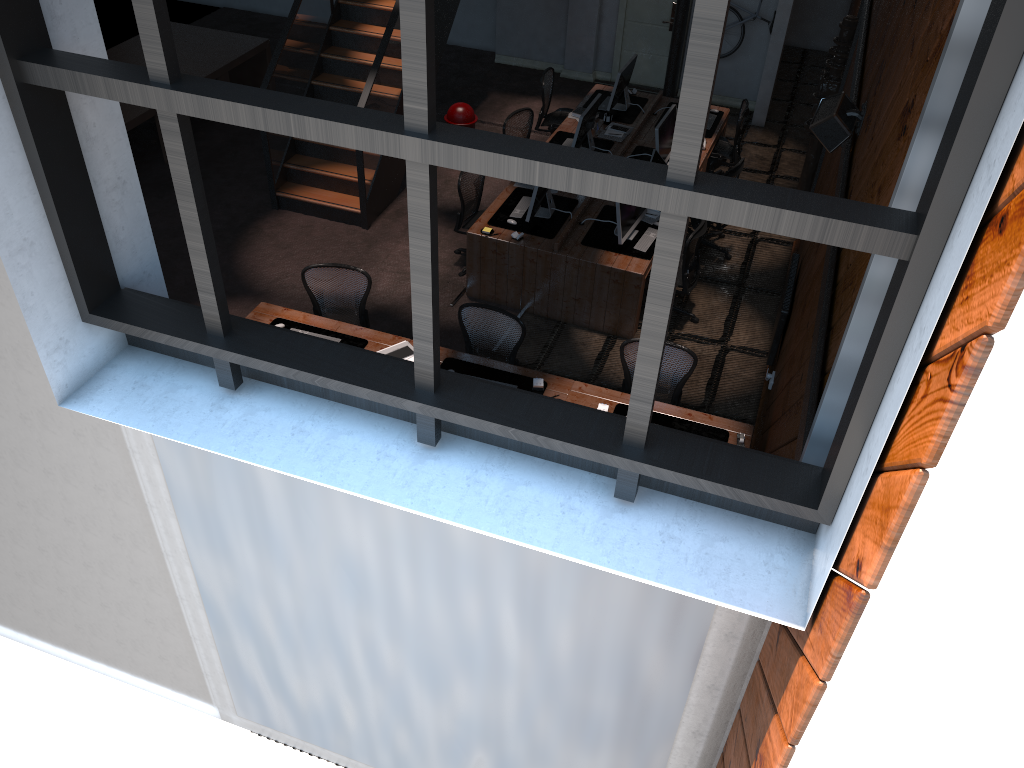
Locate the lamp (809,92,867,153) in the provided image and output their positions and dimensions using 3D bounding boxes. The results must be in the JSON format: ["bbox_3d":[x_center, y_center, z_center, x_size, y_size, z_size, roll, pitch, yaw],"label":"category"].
[{"bbox_3d":[1.897,-1.542,5.189,0.283,0.287,0.328,14,41,13],"label":"lamp"}]

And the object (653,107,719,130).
[{"bbox_3d":[2.200,-3.386,10.484,0.799,0.576,0.648,-15,43,-20],"label":"object"}]

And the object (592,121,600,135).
[{"bbox_3d":[0.944,-3.002,10.312,0.129,0.083,0.347,-20,45,-25],"label":"object"}]

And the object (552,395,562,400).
[{"bbox_3d":[0.328,0.138,6.587,0.158,0.026,0.154,-18,44,-23],"label":"object"}]

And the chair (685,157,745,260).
[{"bbox_3d":[2.065,-1.909,9.469,0.792,1.085,0.770,14,41,13],"label":"chair"}]

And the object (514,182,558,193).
[{"bbox_3d":[0.285,-2.133,9.228,0.478,0.098,0.319,13,41,12],"label":"object"}]

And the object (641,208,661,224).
[{"bbox_3d":[1.407,-1.734,8.873,0.304,0.017,0.467,32,48,30],"label":"object"}]

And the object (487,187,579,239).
[{"bbox_3d":[0.219,-1.704,8.786,0.687,0.008,0.848,15,42,14],"label":"object"}]

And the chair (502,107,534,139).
[{"bbox_3d":[0.233,-2.522,10.086,0.792,1.085,0.770,14,41,13],"label":"chair"}]

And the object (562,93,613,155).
[{"bbox_3d":[0.712,-2.779,9.672,0.735,0.576,0.654,-13,43,-18],"label":"object"}]

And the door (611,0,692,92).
[{"bbox_3d":[2.026,-5.333,12.617,1.013,2.268,0.064,14,41,13],"label":"door"}]

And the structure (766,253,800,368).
[{"bbox_3d":[2.460,-0.661,8.063,0.073,0.628,1.064,14,41,13],"label":"structure"}]

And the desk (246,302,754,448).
[{"bbox_3d":[-0.463,0.572,6.556,4.117,0.840,1.748,14,41,13],"label":"desk"}]

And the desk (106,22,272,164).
[{"bbox_3d":[-4.730,-3.574,11.294,1.650,0.750,3.630,14,41,13],"label":"desk"}]

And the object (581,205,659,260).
[{"bbox_3d":[1.108,-1.475,8.568,0.687,0.008,0.848,15,42,14],"label":"object"}]

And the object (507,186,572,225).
[{"bbox_3d":[0.337,-1.884,8.582,0.610,0.573,0.714,14,41,13],"label":"object"}]

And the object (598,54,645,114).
[{"bbox_3d":[1.301,-3.610,10.699,0.586,0.581,0.692,-13,43,-18],"label":"object"}]

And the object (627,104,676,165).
[{"bbox_3d":[1.686,-2.577,9.492,0.772,0.578,0.642,-14,43,-20],"label":"object"}]

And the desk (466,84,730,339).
[{"bbox_3d":[1.118,-2.176,9.919,1.748,0.840,4.117,16,42,15],"label":"desk"}]

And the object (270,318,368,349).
[{"bbox_3d":[-1.646,-0.243,6.935,0.848,0.008,0.687,14,41,13],"label":"object"}]

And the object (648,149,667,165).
[{"bbox_3d":[1.533,-2.155,9.105,0.304,0.380,0.417,-3,40,-7],"label":"object"}]

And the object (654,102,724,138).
[{"bbox_3d":[2.136,-3.176,10.652,0.687,0.008,0.848,15,42,14],"label":"object"}]

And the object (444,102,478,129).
[{"bbox_3d":[-0.636,-3.149,11.055,0.414,0.707,0.414,-15,43,-20],"label":"object"}]

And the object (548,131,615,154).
[{"bbox_3d":[0.707,-2.595,9.875,0.687,0.008,0.848,15,42,14],"label":"object"}]

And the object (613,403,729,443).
[{"bbox_3d":[1.072,0.445,6.283,0.848,0.008,0.687,14,41,13],"label":"object"}]

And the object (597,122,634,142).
[{"bbox_3d":[1.208,-2.926,10.278,0.304,0.017,0.467,20,43,19],"label":"object"}]

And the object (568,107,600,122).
[{"bbox_3d":[0.844,-3.224,10.584,0.363,0.065,0.325,34,49,31],"label":"object"}]

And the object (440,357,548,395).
[{"bbox_3d":[-0.229,0.090,6.626,0.848,0.008,0.687,14,41,13],"label":"object"}]

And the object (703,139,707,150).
[{"bbox_3d":[2.059,-2.756,10.109,0.316,0.060,0.229,10,41,8],"label":"object"}]

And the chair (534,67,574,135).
[{"bbox_3d":[0.623,-3.352,11.096,0.792,1.085,0.770,1,40,-3],"label":"chair"}]

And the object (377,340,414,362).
[{"bbox_3d":[-0.828,-0.181,6.899,0.304,0.017,0.467,-25,47,-29],"label":"object"}]

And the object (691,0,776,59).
[{"bbox_3d":[3.030,-5.192,11.746,1.022,1.846,0.655,-2,40,-5],"label":"object"}]

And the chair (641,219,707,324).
[{"bbox_3d":[1.484,-1.117,8.492,0.792,1.085,0.770,7,40,5],"label":"chair"}]

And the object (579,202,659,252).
[{"bbox_3d":[1.130,-1.631,8.333,0.811,0.578,0.663,-8,41,-13],"label":"object"}]

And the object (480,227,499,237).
[{"bbox_3d":[-0.229,-1.459,8.451,0.158,0.026,0.154,-14,43,-19],"label":"object"}]

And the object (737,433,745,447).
[{"bbox_3d":[1.640,0.388,6.341,0.054,0.064,0.159,10,41,8],"label":"object"}]

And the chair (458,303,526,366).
[{"bbox_3d":[-0.234,-0.037,7.103,0.770,1.085,0.792,7,40,5],"label":"chair"}]

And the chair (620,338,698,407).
[{"bbox_3d":[1.072,0.241,6.852,0.770,1.085,0.792,1,40,-3],"label":"chair"}]

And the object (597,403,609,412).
[{"bbox_3d":[0.667,0.184,6.525,0.082,0.063,0.106,13,41,11],"label":"object"}]

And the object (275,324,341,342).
[{"bbox_3d":[-1.649,-0.387,7.080,0.577,0.040,0.139,15,41,14],"label":"object"}]

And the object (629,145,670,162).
[{"bbox_3d":[1.586,-2.369,9.659,0.687,0.008,0.848,15,42,14],"label":"object"}]

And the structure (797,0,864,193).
[{"bbox_3d":[3.418,-2.880,9.435,0.500,2.745,1.003,18,42,18],"label":"structure"}]

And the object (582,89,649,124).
[{"bbox_3d":[1.247,-3.405,10.870,0.687,0.008,0.848,15,42,14],"label":"object"}]

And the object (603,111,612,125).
[{"bbox_3d":[1.128,-3.128,10.442,0.078,0.138,0.099,27,46,26],"label":"object"}]

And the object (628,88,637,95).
[{"bbox_3d":[1.516,-3.690,11.182,0.106,0.063,0.082,-5,41,-9],"label":"object"}]

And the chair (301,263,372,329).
[{"bbox_3d":[-1.460,-0.415,7.478,0.770,1.085,0.792,-6,41,-10],"label":"chair"}]

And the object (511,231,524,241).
[{"bbox_3d":[0.051,-1.404,8.376,0.106,0.063,0.082,27,46,26],"label":"object"}]

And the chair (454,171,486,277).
[{"bbox_3d":[-0.226,-1.712,9.096,0.792,1.085,0.770,7,40,5],"label":"chair"}]

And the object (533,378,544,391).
[{"bbox_3d":[0.199,-0.006,6.711,0.082,0.063,0.106,3,40,0],"label":"object"}]

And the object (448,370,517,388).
[{"bbox_3d":[-0.248,-0.013,6.720,0.577,0.040,0.139,14,41,13],"label":"object"}]

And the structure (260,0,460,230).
[{"bbox_3d":[-0.980,-4.796,10.975,10.620,4.603,5.793,14,41,13],"label":"structure"}]

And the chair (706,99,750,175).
[{"bbox_3d":[2.450,-2.836,10.594,0.792,1.085,0.770,1,40,-3],"label":"chair"}]
